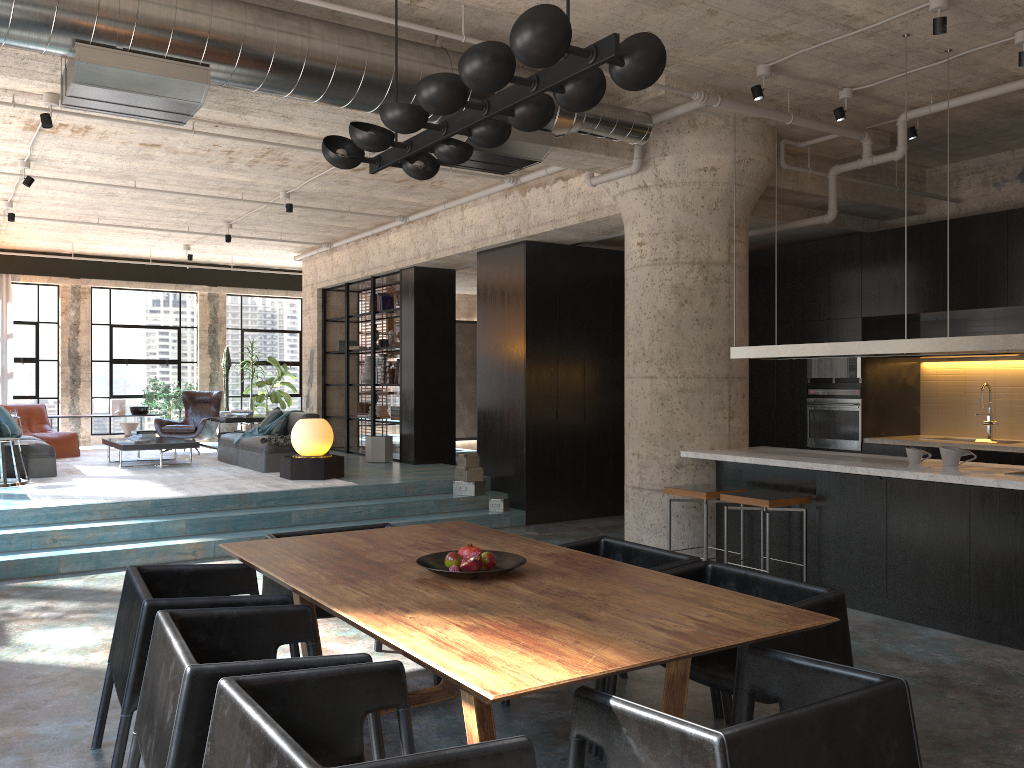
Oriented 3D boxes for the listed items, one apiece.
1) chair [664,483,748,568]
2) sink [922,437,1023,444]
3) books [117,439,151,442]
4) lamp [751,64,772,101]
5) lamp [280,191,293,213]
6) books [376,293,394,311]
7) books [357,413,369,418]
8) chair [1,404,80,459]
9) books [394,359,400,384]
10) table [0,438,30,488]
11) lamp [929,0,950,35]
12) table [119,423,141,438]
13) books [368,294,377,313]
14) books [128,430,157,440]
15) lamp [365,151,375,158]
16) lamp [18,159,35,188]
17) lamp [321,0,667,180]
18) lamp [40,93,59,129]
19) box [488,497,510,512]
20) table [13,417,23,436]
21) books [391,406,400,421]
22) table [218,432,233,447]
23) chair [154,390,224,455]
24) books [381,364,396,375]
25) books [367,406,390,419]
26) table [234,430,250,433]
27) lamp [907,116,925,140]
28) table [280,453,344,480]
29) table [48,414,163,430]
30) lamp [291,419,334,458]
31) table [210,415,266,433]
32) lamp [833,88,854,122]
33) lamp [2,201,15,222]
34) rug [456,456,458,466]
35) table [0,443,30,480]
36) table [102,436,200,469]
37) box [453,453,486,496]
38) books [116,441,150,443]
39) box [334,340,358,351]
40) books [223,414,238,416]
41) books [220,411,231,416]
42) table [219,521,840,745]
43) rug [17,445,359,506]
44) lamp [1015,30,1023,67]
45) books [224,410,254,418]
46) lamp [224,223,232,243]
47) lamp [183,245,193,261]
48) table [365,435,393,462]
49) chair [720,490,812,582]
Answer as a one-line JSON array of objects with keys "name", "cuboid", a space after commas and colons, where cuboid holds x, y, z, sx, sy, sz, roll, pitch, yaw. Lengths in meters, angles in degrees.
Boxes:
[{"name": "chair", "cuboid": [1.492, 1.148, 6.828, 0.450, 0.698, 0.450, 0, 0, -33]}, {"name": "sink", "cuboid": [4.483, 0.610, 8.573, 0.458, 0.134, 0.890, 0, 0, -33]}, {"name": "books", "cuboid": [-4.703, 0.707, 11.041, 0.252, 0.011, 0.318, 0, 0, 16]}, {"name": "lamp", "cuboid": [1.799, -2.166, 6.392, 0.145, 0.236, 0.107, 0, 0, 40]}, {"name": "lamp", "cuboid": [-2.539, -2.044, 9.969, 0.107, 0.215, 0.141, 0, 0, 39]}, {"name": "books", "cuboid": [-1.852, -1.175, 12.855, 0.221, 0.298, 0.258, 0, 0, -33]}, {"name": "books", "cuboid": [-2.160, 0.479, 13.383, 0.231, 0.068, 0.319, 0, 0, -42]}, {"name": "chair", "cuboid": [-6.704, 0.666, 12.523, 0.920, 0.759, 0.801, 0, 0, 27]}, {"name": "books", "cuboid": [-1.538, -0.177, 12.524, 0.216, 0.354, 0.256, 0, 0, -33]}, {"name": "table", "cuboid": [-5.313, 0.802, 9.120, 0.620, 0.472, 0.620, 0, 0, -30]}, {"name": "lamp", "cuboid": [2.517, -2.167, 5.233, 0.107, 0.236, 0.145, 0, 0, 40]}, {"name": "table", "cuboid": [-6.273, 0.838, 14.570, 0.331, 0.394, 0.331, 0, 0, 6]}, {"name": "books", "cuboid": [-1.984, -1.171, 13.063, 0.216, 0.290, 0.231, 0, 0, -33]}, {"name": "books", "cuboid": [-4.816, 0.667, 11.606, 0.322, 0.116, 0.279, 0, 0, 42]}, {"name": "lamp", "cuboid": [-1.283, -2.044, 8.029, 0.107, 0.215, 0.141, 0, 0, 39]}, {"name": "lamp", "cuboid": [-4.693, -2.026, 8.565, 0.107, 0.252, 0.144, 0, 0, 41]}, {"name": "lamp", "cuboid": [-0.175, -1.632, 3.460, 0.583, 1.327, 1.813, 0, 0, -33]}, {"name": "lamp", "cuboid": [-3.454, -2.034, 6.627, 0.145, 0.236, 0.107, 0, 0, 40]}, {"name": "box", "cuboid": [-0.137, 1.275, 9.395, 0.172, 0.140, 0.187, 0, 0, 19]}, {"name": "table", "cuboid": [-6.679, 0.737, 11.687, 0.549, 0.603, 0.549, 0, 0, 36]}, {"name": "books", "cuboid": [-1.515, 0.415, 12.578, 0.274, 0.197, 0.393, 0, 0, -33]}, {"name": "table", "cuboid": [-4.038, 0.866, 12.745, 0.365, 0.340, 0.316, 0, 0, 27]}, {"name": "chair", "cuboid": [-4.783, 0.568, 13.342, 0.820, 0.940, 0.975, 0, 0, 7]}, {"name": "books", "cuboid": [-1.842, -0.150, 13.331, 0.147, 0.299, 0.547, 0, 0, -33]}, {"name": "books", "cuboid": [-1.966, 0.419, 13.112, 0.257, 0.188, 0.306, 0, 0, 22]}, {"name": "table", "cuboid": [-3.598, 0.848, 12.340, 0.420, 0.390, 0.413, 0, 0, -33]}, {"name": "lamp", "cuboid": [3.377, -2.166, 7.420, 0.145, 0.236, 0.107, 0, 0, 40]}, {"name": "table", "cuboid": [-2.313, 0.921, 10.005, 0.616, 0.230, 1.044, 0, 0, -33]}, {"name": "table", "cuboid": [-6.722, 0.772, 14.394, 2.004, 0.530, 0.715, 0, 0, -35]}, {"name": "lamp", "cuboid": [-2.221, 0.598, 9.859, 0.462, 0.417, 0.462, 0, 0, -5]}, {"name": "table", "cuboid": [-3.864, 0.758, 12.871, 0.800, 0.570, 0.800, 0, 0, -33]}, {"name": "lamp", "cuboid": [2.582, -2.166, 6.902, 0.145, 0.236, 0.107, 0, 0, 40]}, {"name": "lamp", "cuboid": [-5.954, -2.040, 10.487, 0.107, 0.223, 0.143, 0, 0, 1]}, {"name": "rug", "cuboid": [-0.874, 1.307, 13.774, 0.541, 0.377, 1.759, 0, 0, -33]}, {"name": "table", "cuboid": [-5.491, 0.848, 9.625, 0.420, 0.390, 0.413, 0, 0, -33]}, {"name": "table", "cuboid": [-4.673, 0.880, 11.426, 0.900, 0.309, 1.500, 0, 0, -33]}, {"name": "box", "cuboid": [-0.463, 0.974, 9.583, 0.280, 0.441, 0.331, 0, 0, -44]}, {"name": "books", "cuboid": [-4.709, 0.718, 11.036, 0.252, 0.011, 0.318, 0, 0, 11]}, {"name": "box", "cuboid": [-2.581, -0.594, 13.809, 0.306, 0.157, 0.312, 0, 0, -23]}, {"name": "books", "cuboid": [-3.897, 0.436, 12.572, 0.318, 0.011, 0.252, 0, 0, 39]}, {"name": "books", "cuboid": [-4.117, 0.435, 12.921, 0.278, 0.075, 0.320, 0, 0, -29]}, {"name": "table", "cuboid": [-0.161, 1.119, 3.460, 1.299, 0.756, 2.410, 0, 0, -33]}, {"name": "rug", "cuboid": [-4.924, 1.032, 11.606, 2.954, 0.032, 7.768, 0, 0, -33]}, {"name": "lamp", "cuboid": [3.320, -2.167, 5.756, 0.107, 0.236, 0.145, 0, 0, 40]}, {"name": "books", "cuboid": [-3.852, 0.423, 12.506, 0.322, 0.109, 0.273, 0, 0, 7]}, {"name": "lamp", "cuboid": [-3.804, -2.026, 11.901, 0.107, 0.252, 0.144, 0, 0, -1]}, {"name": "lamp", "cuboid": [-5.051, -2.040, 13.829, 0.143, 0.223, 0.107, 0, 0, -20]}, {"name": "table", "cuboid": [-1.783, 0.866, 11.900, 0.365, 0.340, 0.316, 0, 0, -3]}, {"name": "chair", "cuboid": [1.829, 1.148, 6.401, 0.450, 0.698, 0.450, 0, 0, -33]}]
